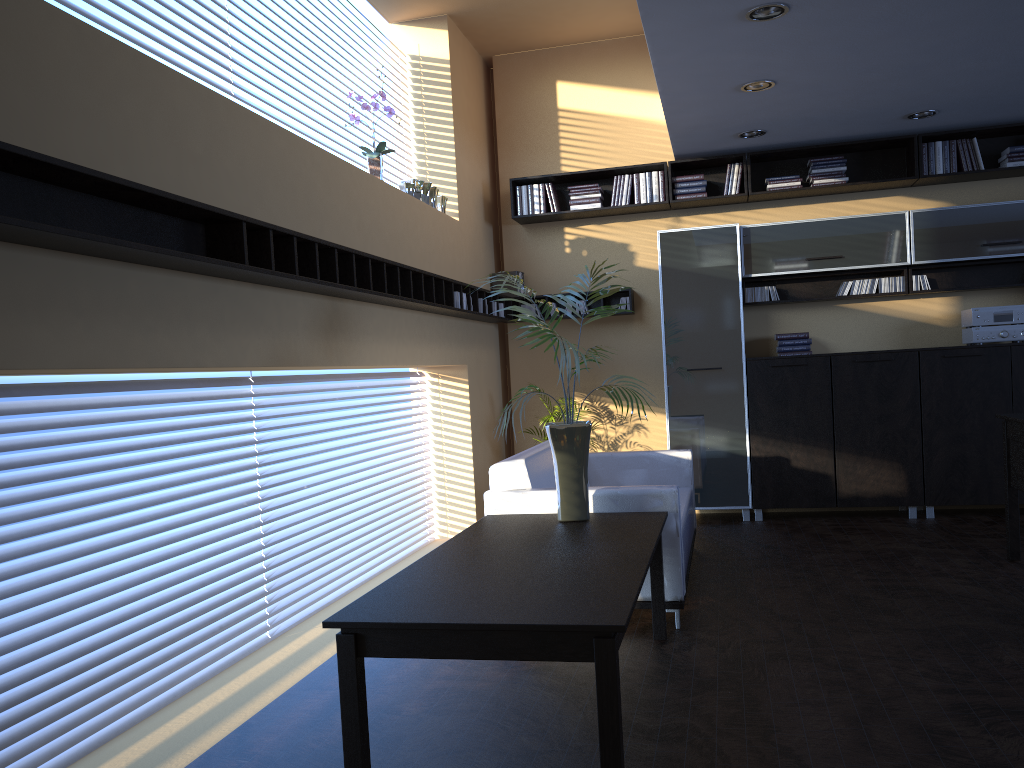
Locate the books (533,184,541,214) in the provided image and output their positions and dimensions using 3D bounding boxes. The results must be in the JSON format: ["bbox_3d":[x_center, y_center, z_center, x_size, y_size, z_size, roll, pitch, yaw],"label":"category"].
[{"bbox_3d":[0.232,-1.585,7.710,0.050,0.258,0.207,-3,2,14],"label":"books"}]

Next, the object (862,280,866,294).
[{"bbox_3d":[2.850,-0.784,7.201,0.036,0.116,0.140,-3,1,13],"label":"object"}]

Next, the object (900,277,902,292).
[{"bbox_3d":[3.122,-0.799,7.142,0.009,0.120,0.142,-3,1,13],"label":"object"}]

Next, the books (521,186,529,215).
[{"bbox_3d":[0.132,-1.580,7.737,0.050,0.258,0.207,-3,2,13],"label":"books"}]

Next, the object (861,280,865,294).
[{"bbox_3d":[2.842,-0.784,7.210,0.040,0.118,0.142,-3,1,14],"label":"object"}]

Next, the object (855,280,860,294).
[{"bbox_3d":[2.803,-0.782,7.220,0.040,0.118,0.142,-3,1,14],"label":"object"}]

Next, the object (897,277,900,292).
[{"bbox_3d":[3.101,-0.797,7.142,0.009,0.120,0.142,-3,1,13],"label":"object"}]

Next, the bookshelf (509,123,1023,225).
[{"bbox_3d":[2.517,-1.726,7.177,5.126,0.340,0.361,-3,1,14],"label":"bookshelf"}]

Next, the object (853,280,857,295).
[{"bbox_3d":[2.783,-0.780,7.222,0.036,0.116,0.140,-3,1,13],"label":"object"}]

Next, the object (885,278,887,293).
[{"bbox_3d":[3.012,-0.793,7.160,0.009,0.120,0.142,-3,1,13],"label":"object"}]

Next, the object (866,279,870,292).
[{"bbox_3d":[2.881,-0.786,7.199,0.040,0.118,0.142,-3,1,14],"label":"object"}]

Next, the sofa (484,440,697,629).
[{"bbox_3d":[0.573,0.785,5.439,1.014,0.849,2.054,-3,1,13],"label":"sofa"}]

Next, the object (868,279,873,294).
[{"bbox_3d":[2.899,-0.787,7.191,0.040,0.118,0.142,-3,1,13],"label":"object"}]

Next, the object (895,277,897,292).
[{"bbox_3d":[3.083,-0.797,7.153,0.009,0.120,0.142,-3,1,13],"label":"object"}]

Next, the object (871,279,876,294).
[{"bbox_3d":[2.920,-0.788,7.189,0.040,0.118,0.142,-3,1,13],"label":"object"}]

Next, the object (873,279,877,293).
[{"bbox_3d":[2.929,-0.788,7.183,0.036,0.116,0.140,-3,1,13],"label":"object"}]

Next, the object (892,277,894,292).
[{"bbox_3d":[3.062,-0.795,7.150,0.009,0.120,0.142,-3,1,13],"label":"object"}]

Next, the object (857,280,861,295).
[{"bbox_3d":[2.811,-0.782,7.211,0.040,0.118,0.142,-3,1,13],"label":"object"}]

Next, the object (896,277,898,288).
[{"bbox_3d":[3.094,-0.797,7.155,0.009,0.120,0.142,-3,1,13],"label":"object"}]

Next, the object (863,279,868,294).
[{"bbox_3d":[2.861,-0.785,7.203,0.040,0.118,0.142,-3,1,13],"label":"object"}]

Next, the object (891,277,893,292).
[{"bbox_3d":[3.054,-0.795,7.162,0.009,0.120,0.142,-3,1,13],"label":"object"}]

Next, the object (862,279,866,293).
[{"bbox_3d":[2.851,-0.784,7.206,0.040,0.118,0.142,-3,1,13],"label":"object"}]

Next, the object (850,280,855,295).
[{"bbox_3d":[2.762,-0.779,7.224,0.040,0.118,0.142,-3,1,13],"label":"object"}]

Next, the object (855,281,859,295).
[{"bbox_3d":[2.803,-0.781,7.217,0.036,0.116,0.140,-3,1,14],"label":"object"}]

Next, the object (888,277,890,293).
[{"bbox_3d":[3.034,-0.794,7.162,0.009,0.120,0.142,-3,1,13],"label":"object"}]

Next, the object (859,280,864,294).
[{"bbox_3d":[2.831,-0.783,7.210,0.040,0.118,0.142,-3,1,14],"label":"object"}]

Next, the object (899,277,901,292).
[{"bbox_3d":[3.111,-0.798,7.140,0.009,0.120,0.142,-3,1,14],"label":"object"}]

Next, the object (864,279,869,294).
[{"bbox_3d":[2.869,-0.785,7.195,0.040,0.118,0.142,-3,1,14],"label":"object"}]

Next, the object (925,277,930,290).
[{"bbox_3d":[3.313,-0.807,7.097,0.040,0.118,0.142,-3,1,13],"label":"object"}]

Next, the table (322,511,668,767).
[{"bbox_3d":[0.110,0.959,3.451,0.898,0.603,1.893,-3,1,13],"label":"table"}]

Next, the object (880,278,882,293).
[{"bbox_3d":[2.974,-0.791,7.172,0.009,0.120,0.142,-3,1,13],"label":"object"}]

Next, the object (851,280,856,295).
[{"bbox_3d":[2.772,-0.780,7.221,0.040,0.118,0.142,-3,1,14],"label":"object"}]

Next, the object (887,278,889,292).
[{"bbox_3d":[3.023,-0.793,7.159,0.006,0.118,0.140,-3,1,13],"label":"object"}]

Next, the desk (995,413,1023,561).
[{"bbox_3d":[3.214,0.629,4.430,0.914,0.891,1.893,-3,1,13],"label":"desk"}]

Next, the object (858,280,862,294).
[{"bbox_3d":[2.822,-0.782,7.213,0.036,0.116,0.140,-3,1,13],"label":"object"}]

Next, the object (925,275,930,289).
[{"bbox_3d":[3.312,-0.808,7.095,0.036,0.116,0.140,-3,1,14],"label":"object"}]

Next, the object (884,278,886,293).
[{"bbox_3d":[3.004,-0.792,7.166,0.006,0.118,0.140,-3,1,13],"label":"object"}]

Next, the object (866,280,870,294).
[{"bbox_3d":[2.880,-0.785,7.194,0.036,0.116,0.140,-3,1,13],"label":"object"}]

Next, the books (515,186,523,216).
[{"bbox_3d":[0.081,-1.577,7.746,0.050,0.258,0.207,-3,2,13],"label":"books"}]

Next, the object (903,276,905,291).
[{"bbox_3d":[3.140,-0.800,7.132,0.009,0.120,0.142,-3,1,13],"label":"object"}]

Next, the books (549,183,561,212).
[{"bbox_3d":[0.374,-1.593,7.674,0.075,0.260,0.207,-3,2,13],"label":"books"}]

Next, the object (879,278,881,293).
[{"bbox_3d":[2.964,-0.790,7.176,0.009,0.120,0.142,-3,1,13],"label":"object"}]

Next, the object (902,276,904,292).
[{"bbox_3d":[3.130,-0.799,7.132,0.009,0.120,0.142,-3,1,14],"label":"object"}]

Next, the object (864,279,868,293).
[{"bbox_3d":[2.861,-0.785,7.201,0.036,0.116,0.140,-3,1,13],"label":"object"}]

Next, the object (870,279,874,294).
[{"bbox_3d":[2.910,-0.787,7.193,0.040,0.118,0.142,-3,1,13],"label":"object"}]

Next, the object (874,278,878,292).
[{"bbox_3d":[2.939,-0.789,7.183,0.040,0.118,0.142,-3,1,13],"label":"object"}]

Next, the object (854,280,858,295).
[{"bbox_3d":[2.792,-0.781,7.217,0.036,0.116,0.140,-3,1,14],"label":"object"}]

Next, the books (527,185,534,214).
[{"bbox_3d":[0.180,-1.583,7.714,0.050,0.258,0.207,-3,2,13],"label":"books"}]

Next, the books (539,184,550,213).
[{"bbox_3d":[0.283,-1.588,7.698,0.050,0.258,0.207,-3,2,13],"label":"books"}]

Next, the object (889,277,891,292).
[{"bbox_3d":[3.042,-0.794,7.154,0.009,0.120,0.142,-3,1,14],"label":"object"}]

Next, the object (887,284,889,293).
[{"bbox_3d":[3.023,-0.793,7.162,0.009,0.120,0.142,-3,1,13],"label":"object"}]

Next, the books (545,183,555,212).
[{"bbox_3d":[0.345,-1.591,7.686,0.075,0.260,0.207,-3,2,13],"label":"books"}]

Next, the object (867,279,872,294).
[{"bbox_3d":[2.891,-0.786,7.200,0.040,0.118,0.142,-3,1,13],"label":"object"}]
